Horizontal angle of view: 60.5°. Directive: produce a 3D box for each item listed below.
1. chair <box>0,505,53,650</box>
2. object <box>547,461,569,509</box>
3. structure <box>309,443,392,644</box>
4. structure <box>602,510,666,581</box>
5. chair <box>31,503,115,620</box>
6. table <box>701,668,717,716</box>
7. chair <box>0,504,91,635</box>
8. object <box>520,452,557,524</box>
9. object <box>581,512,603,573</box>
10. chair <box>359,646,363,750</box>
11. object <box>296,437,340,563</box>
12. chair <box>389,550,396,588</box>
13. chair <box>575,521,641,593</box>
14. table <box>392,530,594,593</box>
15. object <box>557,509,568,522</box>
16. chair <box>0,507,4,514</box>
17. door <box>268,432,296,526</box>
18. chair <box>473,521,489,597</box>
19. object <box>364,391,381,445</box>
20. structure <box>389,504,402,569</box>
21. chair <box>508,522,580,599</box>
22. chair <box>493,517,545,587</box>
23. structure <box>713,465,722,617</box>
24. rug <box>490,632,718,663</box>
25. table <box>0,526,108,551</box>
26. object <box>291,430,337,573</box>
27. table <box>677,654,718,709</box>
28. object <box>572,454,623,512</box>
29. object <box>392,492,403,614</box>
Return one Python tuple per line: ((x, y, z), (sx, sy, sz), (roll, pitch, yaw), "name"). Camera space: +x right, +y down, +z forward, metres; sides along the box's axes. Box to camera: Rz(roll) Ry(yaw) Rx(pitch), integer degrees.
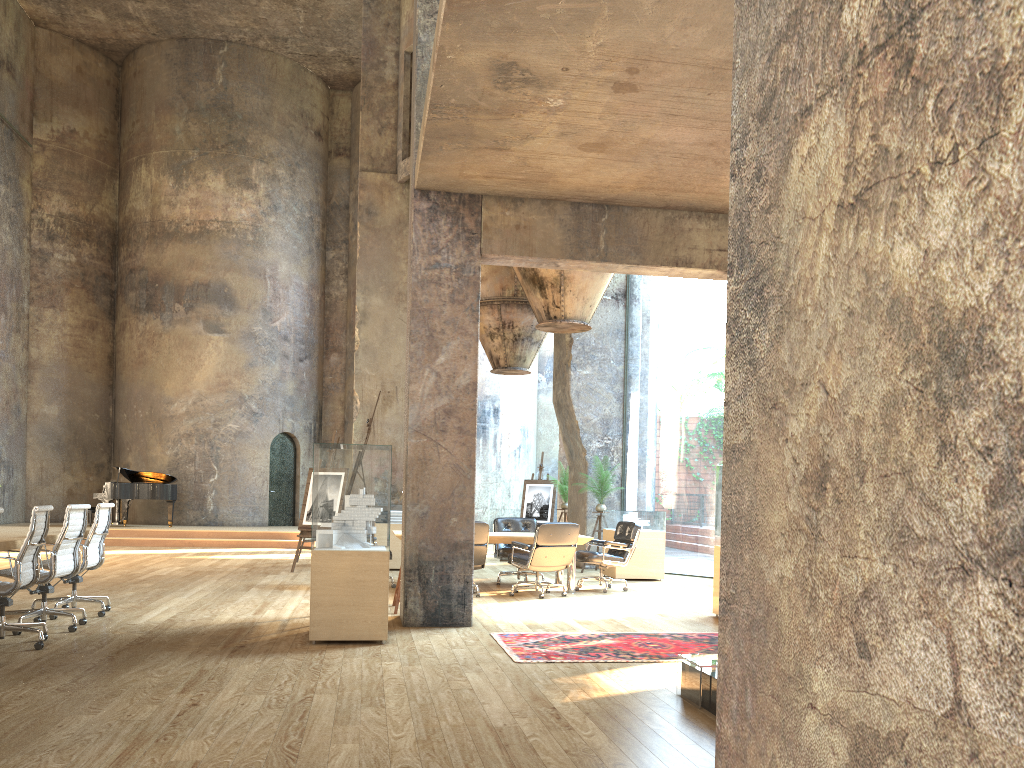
((-3.681, 1.377, 6.297), (0.699, 1.023, 0.667), (2, -2, -10), "chair")
((0.975, 1.891, 16.524), (0.687, 0.937, 0.864), (1, -3, 11), "object")
((-1.300, 1.280, 7.126), (0.594, 1.544, 0.744), (1, -1, -9), "structure")
((1.803, 2.390, 13.072), (0.735, 1.012, 0.746), (2, -2, -9), "structure")
((-4.004, 1.588, 7.988), (0.699, 1.023, 0.668), (2, -2, -4), "chair")
((1.505, 1.719, 4.808), (0.790, 0.202, 1.116), (2, -7, -9), "table")
((-3.828, 1.482, 7.140), (0.699, 1.023, 0.668), (1, -2, -1), "chair")
((0.543, 2.409, 17.599), (0.701, 2.142, 0.686), (1, 0, 20), "object")
((1.499, 2.531, 14.045), (0.570, 0.970, 0.661), (1, -2, 27), "object")
((-2.541, 1.655, 8.181), (12.958, 1.027, 31.676), (3, -7, -9), "chair")
((-3.153, 1.956, 14.786), (0.684, 2.142, 0.703), (1, 0, 17), "object")
((-1.822, 2.075, 10.832), (0.821, 0.890, 0.732), (2, -3, -13), "chair")
((1.183, 2.209, 11.313), (0.821, 0.890, 0.732), (2, -3, -15), "chair")
((-0.290, 2.237, 11.074), (2.411, 0.698, 1.110), (2, -5, -9), "table")
((1.012, 2.839, 16.513), (0.659, 0.970, 0.572), (2, -2, -15), "object")
((-3.535, 1.261, 5.375), (0.699, 1.023, 0.668), (2, -2, -4), "chair")
((-5.624, 2.317, 21.394), (0.091, 2.291, 0.905), (2, 0, 39), "door")
((-0.665, 2.031, 10.281), (0.730, 0.890, 0.824), (2, -3, -15), "chair")
((-1.459, 1.118, 8.001), (0.685, 2.142, 0.702), (1, 0, -10), "object")
((-1.781, 2.400, 13.810), (0.743, 1.012, 0.738), (2, -2, -9), "structure")
((0.327, 2.080, 10.475), (0.732, 0.890, 0.822), (3, -4, -35), "chair")
((0.095, 2.260, 11.908), (0.730, 0.890, 0.825), (2, -3, -8), "chair")
((2.422, 1.569, 8.669), (0.594, 1.544, 0.744), (1, -1, -9), "structure")
((1.127, 2.089, 7.018), (2.464, 0.009, 1.353), (3, -7, -9), "rug")
((-4.197, 1.306, 4.841), (1.602, 0.755, 7.756), (2, -7, -9), "table")
((-2.742, 1.727, 12.938), (0.701, 2.142, 0.686), (1, 0, 23), "object")
((1.446, 1.743, 5.172), (0.860, 0.246, 0.372), (2, -5, -9), "table")
((1.355, 1.585, 14.093), (0.859, 0.938, 0.690), (2, -2, -7), "object")
((-0.906, 1.654, 8.906), (0.571, 1.294, 0.660), (2, -1, -9), "object")
